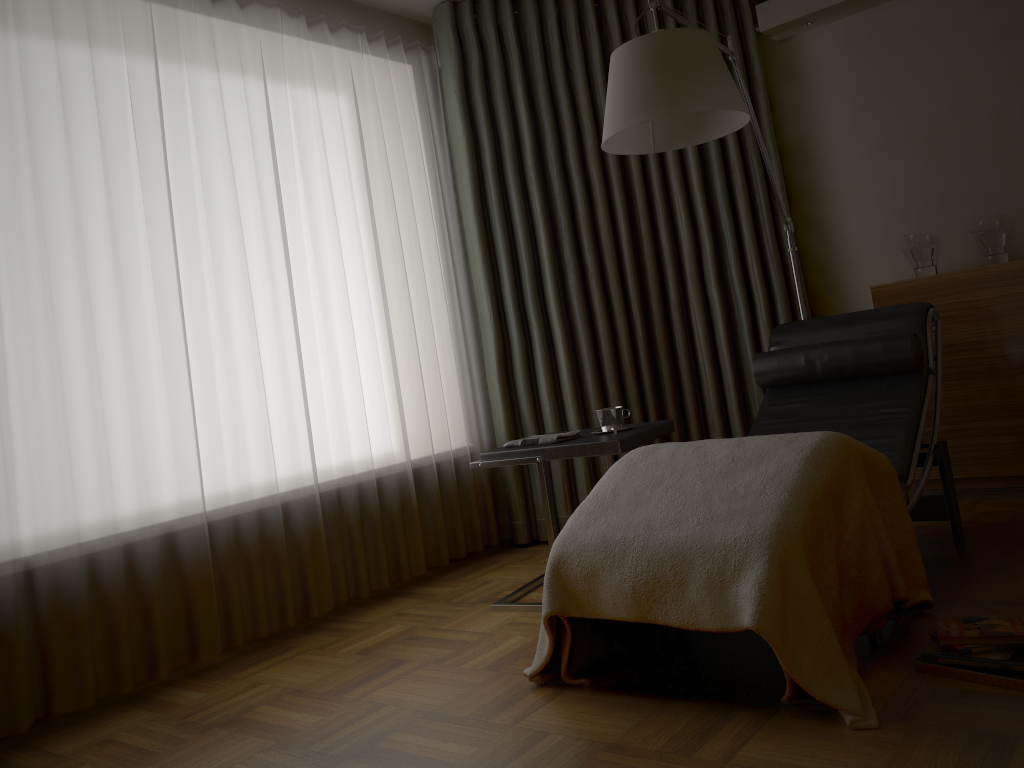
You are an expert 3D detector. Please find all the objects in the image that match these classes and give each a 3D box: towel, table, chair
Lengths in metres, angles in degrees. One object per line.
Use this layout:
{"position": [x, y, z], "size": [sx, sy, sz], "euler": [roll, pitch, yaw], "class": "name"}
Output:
{"position": [0.112, 0.191, 3.048], "size": [0.239, 0.035, 0.179], "euler": [-8, 1, 43], "class": "towel"}
{"position": [0.237, 0.203, 3.075], "size": [0.514, 0.045, 0.501], "euler": [-8, 1, 30], "class": "table"}
{"position": [0.857, 0.211, 2.689], "size": [0.630, 0.801, 1.797], "euler": [-10, -1, 39], "class": "chair"}

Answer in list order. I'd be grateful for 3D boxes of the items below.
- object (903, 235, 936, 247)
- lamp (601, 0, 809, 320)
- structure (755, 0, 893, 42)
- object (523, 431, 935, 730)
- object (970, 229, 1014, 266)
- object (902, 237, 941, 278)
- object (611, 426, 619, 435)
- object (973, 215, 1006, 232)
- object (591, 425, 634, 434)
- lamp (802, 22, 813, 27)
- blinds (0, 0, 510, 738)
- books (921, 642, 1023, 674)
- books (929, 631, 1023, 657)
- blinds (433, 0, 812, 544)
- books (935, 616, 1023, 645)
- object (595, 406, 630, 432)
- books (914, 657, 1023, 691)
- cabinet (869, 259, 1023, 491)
{"position": [1.722, -0.564, 3.710], "size": [0.122, 0.151, 0.123], "euler": [-10, -2, 21], "class": "object"}
{"position": [0.888, -0.348, 2.996], "size": [0.447, 1.977, 1.421], "euler": [-12, -4, 42], "class": "lamp"}
{"position": [2.077, -1.851, 3.591], "size": [2.161, 0.131, 0.275], "euler": [-8, 1, 39], "class": "structure"}
{"position": [0.538, 0.420, 2.275], "size": [0.910, 0.523, 0.913], "euler": [-9, 0, 39], "class": "object"}
{"position": [1.934, -0.554, 3.541], "size": [0.154, 0.155, 0.156], "euler": [-10, -2, 29], "class": "object"}
{"position": [1.728, -0.526, 3.708], "size": [0.156, 0.155, 0.155], "euler": [-9, -1, -4], "class": "object"}
{"position": [0.343, 0.155, 2.942], "size": [0.029, 0.019, 0.123], "euler": [-9, 1, 8], "class": "object"}
{"position": [1.928, -0.593, 3.544], "size": [0.122, 0.151, 0.122], "euler": [-9, -2, 18], "class": "object"}
{"position": [0.346, 0.159, 3.042], "size": [0.149, 0.009, 0.151], "euler": [-8, 1, 44], "class": "object"}
{"position": [1.807, -1.758, 3.798], "size": [1.148, 0.028, 0.050], "euler": [-8, 0, 39], "class": "lamp"}
{"position": [-0.853, -0.326, 3.184], "size": [0.092, 2.303, 2.205], "euler": [-12, -3, 39], "class": "blinds"}
{"position": [1.048, 0.570, 1.896], "size": [0.262, 0.020, 0.190], "euler": [-8, 1, 43], "class": "books"}
{"position": [1.025, 0.554, 1.927], "size": [0.173, 0.018, 0.123], "euler": [-9, 1, -2], "class": "books"}
{"position": [0.563, -0.624, 4.075], "size": [1.534, 2.466, 0.223], "euler": [-8, -4, -7], "class": "blinds"}
{"position": [1.019, 0.537, 1.922], "size": [0.172, 0.018, 0.124], "euler": [-8, 1, 23], "class": "books"}
{"position": [0.345, 0.123, 3.050], "size": [0.097, 0.079, 0.111], "euler": [-10, -1, 40], "class": "object"}
{"position": [1.042, 0.593, 1.880], "size": [0.201, 0.022, 0.278], "euler": [-10, 1, -37], "class": "books"}
{"position": [2.329, -0.095, 3.305], "size": [1.661, 0.866, 0.417], "euler": [-9, -2, 39], "class": "cabinet"}
